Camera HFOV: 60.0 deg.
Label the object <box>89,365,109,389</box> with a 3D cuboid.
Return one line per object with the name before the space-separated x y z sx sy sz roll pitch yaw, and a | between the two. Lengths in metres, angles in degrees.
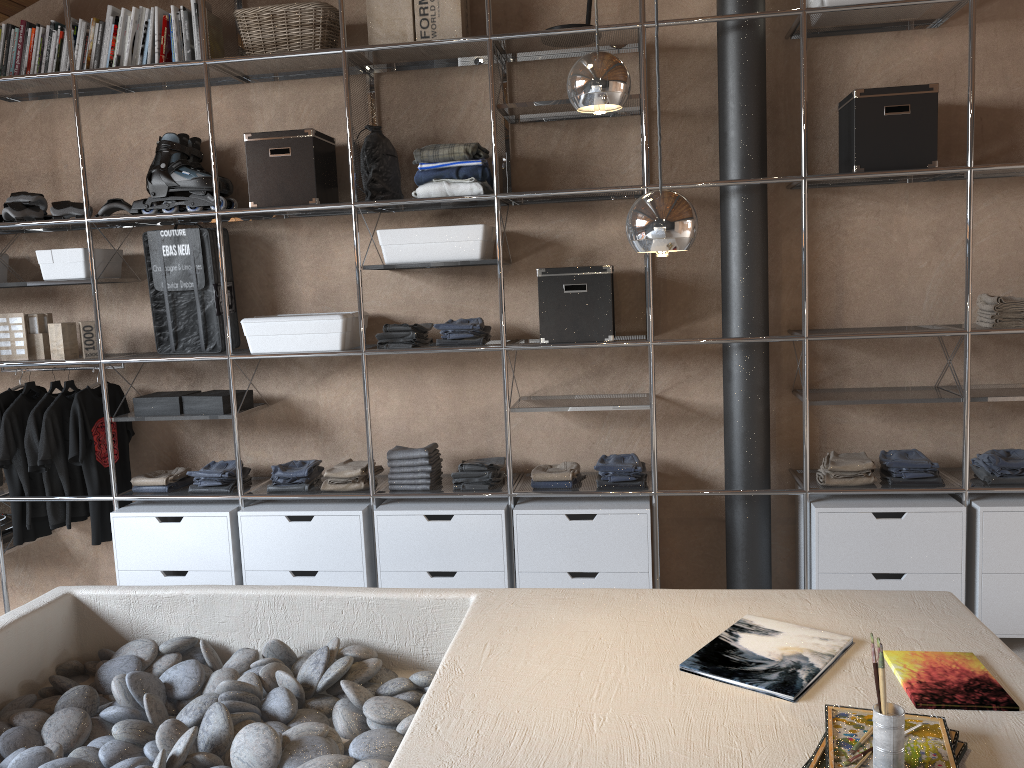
object | -1.796 -0.022 3.841 0.016 0.118 0.283 -2 7 8

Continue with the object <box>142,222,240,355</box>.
object | -1.366 -0.411 3.792 0.337 0.559 0.188 -1 7 13

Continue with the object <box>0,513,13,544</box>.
object | -2.466 0.665 4.065 0.404 0.114 0.320 -2 7 8

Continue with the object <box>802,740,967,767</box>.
object | 0.645 0.658 1.541 0.207 0.013 0.276 3 9 39

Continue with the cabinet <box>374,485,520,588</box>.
cabinet | -0.246 0.748 3.720 0.527 0.561 0.435 -2 7 9

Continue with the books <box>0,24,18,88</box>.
books | -2.099 -1.373 3.724 0.073 0.229 0.148 -2 7 8

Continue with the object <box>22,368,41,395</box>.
object | -2.111 0.028 3.889 0.009 0.197 0.387 -2 7 4

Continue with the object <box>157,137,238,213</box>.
object | -1.374 -0.896 3.836 0.415 0.342 0.174 -1 7 14

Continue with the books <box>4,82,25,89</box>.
books | -2.086 -1.375 3.733 0.073 0.229 0.148 -2 7 8

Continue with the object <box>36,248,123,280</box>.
object | -1.843 -0.511 3.801 0.222 0.124 0.290 -2 7 8

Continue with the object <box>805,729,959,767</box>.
object | 0.644 0.645 1.538 0.207 0.013 0.276 2 8 33

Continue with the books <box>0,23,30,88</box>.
books | -2.072 -1.372 3.720 0.080 0.228 0.161 -2 7 8

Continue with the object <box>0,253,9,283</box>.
object | -2.393 -0.502 3.880 0.228 0.136 0.295 -2 7 8

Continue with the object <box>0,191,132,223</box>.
object | -1.898 -0.759 3.782 0.657 0.141 0.286 -2 7 1

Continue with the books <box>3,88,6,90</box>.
books | -2.166 -1.370 3.722 0.073 0.229 0.148 -2 7 8

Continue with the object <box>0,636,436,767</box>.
object | -0.783 0.899 1.735 1.435 0.246 1.843 -2 7 8

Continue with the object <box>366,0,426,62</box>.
object | -0.460 -1.497 3.500 0.181 0.382 0.192 -2 7 8

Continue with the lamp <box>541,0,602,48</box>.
lamp | 0.191 -1.651 3.373 0.322 0.660 0.233 -5 7 -18

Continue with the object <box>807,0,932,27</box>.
object | 1.320 -1.422 3.239 0.437 0.135 0.289 -2 7 8

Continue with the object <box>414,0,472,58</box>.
object | -0.273 -1.502 3.473 0.181 0.382 0.192 -2 7 8

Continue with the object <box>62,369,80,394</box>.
object | -1.926 0.023 3.862 0.009 0.197 0.387 -2 7 4

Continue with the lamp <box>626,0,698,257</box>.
lamp | 0.270 -1.141 1.720 0.146 1.771 0.146 2 8 33

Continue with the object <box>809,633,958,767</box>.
object | 0.644 0.524 1.515 0.245 0.234 0.301 1 8 28

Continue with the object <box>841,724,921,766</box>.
object | 0.649 0.626 1.554 0.064 0.010 0.232 4 9 44

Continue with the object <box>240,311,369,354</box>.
object | -0.851 -0.217 3.695 0.445 0.147 0.343 -2 7 8

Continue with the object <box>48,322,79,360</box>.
object | -1.913 -0.183 3.783 0.078 0.156 0.074 0 7 23

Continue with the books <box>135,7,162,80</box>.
books | -1.482 -1.400 3.657 0.075 0.244 0.191 -2 7 9

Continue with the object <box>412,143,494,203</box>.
object | -0.230 -0.850 3.551 0.306 0.229 0.250 -1 7 11

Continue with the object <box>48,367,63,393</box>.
object | -1.990 0.025 3.871 0.009 0.197 0.387 -2 7 4

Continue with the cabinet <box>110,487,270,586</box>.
cabinet | -1.364 0.779 3.880 0.527 0.561 0.435 -2 7 9

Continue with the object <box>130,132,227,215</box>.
object | -1.376 -0.874 3.695 0.416 0.342 0.174 -1 7 13

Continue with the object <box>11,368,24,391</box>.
object | -2.160 -0.012 3.894 0.016 0.118 0.283 -2 7 8

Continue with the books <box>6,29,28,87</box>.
books | -2.051 -1.358 3.701 0.063 0.202 0.130 -2 7 8

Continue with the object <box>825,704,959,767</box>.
object | 0.650 0.633 1.527 0.207 0.013 0.276 0 7 19

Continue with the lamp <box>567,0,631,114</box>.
lamp | 0.168 -1.351 1.947 0.146 1.474 0.146 3 9 39

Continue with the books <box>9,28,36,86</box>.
books | -2.036 -1.363 3.711 0.071 0.208 0.146 -2 7 8

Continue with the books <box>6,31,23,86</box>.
books | -2.060 -1.360 3.713 0.063 0.201 0.130 -2 7 8

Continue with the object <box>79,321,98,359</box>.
object | -1.813 -0.192 3.819 0.074 0.156 0.078 -7 8 -32

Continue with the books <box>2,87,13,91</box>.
books | -2.149 -1.373 3.743 0.073 0.229 0.148 -2 7 8

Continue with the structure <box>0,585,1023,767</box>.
structure | -0.429 0.881 0.316 2.634 1.120 4.615 -2 7 8

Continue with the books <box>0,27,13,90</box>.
books | -2.137 -1.372 3.735 0.077 0.229 0.169 -2 7 8

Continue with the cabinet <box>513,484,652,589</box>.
cabinet | 0.306 0.733 3.636 0.527 0.561 0.435 -2 7 9

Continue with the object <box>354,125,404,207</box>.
object | -0.533 -0.884 3.589 0.157 0.319 0.212 2 8 35

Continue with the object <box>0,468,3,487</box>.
object | -2.507 0.359 3.996 0.376 0.247 0.166 -2 7 6

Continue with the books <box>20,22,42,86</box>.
books | -1.991 -1.373 3.699 0.069 0.226 0.129 -2 7 8

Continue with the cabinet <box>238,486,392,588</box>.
cabinet | -0.811 0.763 3.803 0.527 0.561 0.435 -2 7 9

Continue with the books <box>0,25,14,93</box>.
books | -2.170 -1.384 3.760 0.074 0.249 0.207 -2 7 8

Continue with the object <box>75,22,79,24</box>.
object | -1.765 -1.375 3.653 0.063 0.185 0.135 -2 7 8

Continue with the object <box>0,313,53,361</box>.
object | -2.120 -0.210 3.878 0.196 0.205 0.142 -2 7 7

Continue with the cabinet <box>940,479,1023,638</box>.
cabinet | 1.983 0.687 3.392 0.527 0.561 0.435 -2 7 9

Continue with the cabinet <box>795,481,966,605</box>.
cabinet | 1.418 0.702 3.474 0.527 0.561 0.435 -2 7 9

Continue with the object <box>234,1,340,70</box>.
object | -0.888 -1.389 3.560 0.417 0.198 0.262 -2 7 9

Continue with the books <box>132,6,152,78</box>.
books | -1.495 -1.401 3.653 0.077 0.249 0.191 -2 7 9

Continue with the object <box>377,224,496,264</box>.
object | -0.295 -0.559 3.585 0.437 0.135 0.289 -2 7 8
